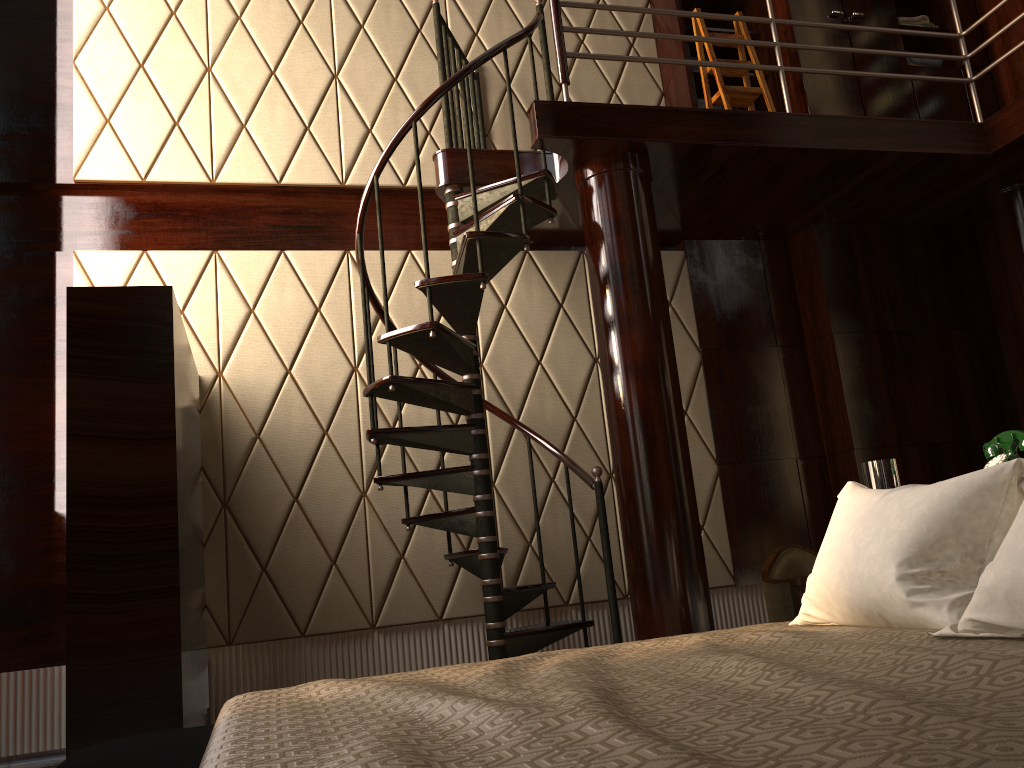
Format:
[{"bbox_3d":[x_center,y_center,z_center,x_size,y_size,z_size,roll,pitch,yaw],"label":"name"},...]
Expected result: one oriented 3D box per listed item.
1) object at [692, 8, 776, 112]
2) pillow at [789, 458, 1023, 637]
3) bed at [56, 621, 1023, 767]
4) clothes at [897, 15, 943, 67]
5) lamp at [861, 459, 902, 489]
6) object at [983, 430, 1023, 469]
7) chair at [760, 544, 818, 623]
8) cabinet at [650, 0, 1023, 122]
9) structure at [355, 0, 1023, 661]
[{"bbox_3d":[1.164,-1.522,4.519,0.275,0.974,0.258,-2,-12,-16],"label":"object"},{"bbox_3d":[0.985,0.265,1.541,0.685,0.320,1.322,-3,-12,-15],"label":"pillow"},{"bbox_3d":[0.514,0.472,1.368,2.381,0.660,1.985,-2,-12,-16],"label":"bed"},{"bbox_3d":[3.394,-2.739,3.265,0.818,0.954,4.996,-1,-13,-23],"label":"clothes"},{"bbox_3d":[1.063,0.407,2.482,0.109,0.385,0.106,-4,-12,-9],"label":"lamp"},{"bbox_3d":[1.342,0.192,2.379,0.158,0.131,0.178,-14,-14,35],"label":"object"},{"bbox_3d":[1.355,0.956,3.809,0.571,0.550,0.462,-2,-12,-16],"label":"chair"},{"bbox_3d":[2.819,-2.771,2.649,2.576,2.432,6.767,-2,-12,-16],"label":"cabinet"},{"bbox_3d":[1.802,-0.850,1.903,3.750,3.189,6.107,-2,-12,-16],"label":"structure"}]
